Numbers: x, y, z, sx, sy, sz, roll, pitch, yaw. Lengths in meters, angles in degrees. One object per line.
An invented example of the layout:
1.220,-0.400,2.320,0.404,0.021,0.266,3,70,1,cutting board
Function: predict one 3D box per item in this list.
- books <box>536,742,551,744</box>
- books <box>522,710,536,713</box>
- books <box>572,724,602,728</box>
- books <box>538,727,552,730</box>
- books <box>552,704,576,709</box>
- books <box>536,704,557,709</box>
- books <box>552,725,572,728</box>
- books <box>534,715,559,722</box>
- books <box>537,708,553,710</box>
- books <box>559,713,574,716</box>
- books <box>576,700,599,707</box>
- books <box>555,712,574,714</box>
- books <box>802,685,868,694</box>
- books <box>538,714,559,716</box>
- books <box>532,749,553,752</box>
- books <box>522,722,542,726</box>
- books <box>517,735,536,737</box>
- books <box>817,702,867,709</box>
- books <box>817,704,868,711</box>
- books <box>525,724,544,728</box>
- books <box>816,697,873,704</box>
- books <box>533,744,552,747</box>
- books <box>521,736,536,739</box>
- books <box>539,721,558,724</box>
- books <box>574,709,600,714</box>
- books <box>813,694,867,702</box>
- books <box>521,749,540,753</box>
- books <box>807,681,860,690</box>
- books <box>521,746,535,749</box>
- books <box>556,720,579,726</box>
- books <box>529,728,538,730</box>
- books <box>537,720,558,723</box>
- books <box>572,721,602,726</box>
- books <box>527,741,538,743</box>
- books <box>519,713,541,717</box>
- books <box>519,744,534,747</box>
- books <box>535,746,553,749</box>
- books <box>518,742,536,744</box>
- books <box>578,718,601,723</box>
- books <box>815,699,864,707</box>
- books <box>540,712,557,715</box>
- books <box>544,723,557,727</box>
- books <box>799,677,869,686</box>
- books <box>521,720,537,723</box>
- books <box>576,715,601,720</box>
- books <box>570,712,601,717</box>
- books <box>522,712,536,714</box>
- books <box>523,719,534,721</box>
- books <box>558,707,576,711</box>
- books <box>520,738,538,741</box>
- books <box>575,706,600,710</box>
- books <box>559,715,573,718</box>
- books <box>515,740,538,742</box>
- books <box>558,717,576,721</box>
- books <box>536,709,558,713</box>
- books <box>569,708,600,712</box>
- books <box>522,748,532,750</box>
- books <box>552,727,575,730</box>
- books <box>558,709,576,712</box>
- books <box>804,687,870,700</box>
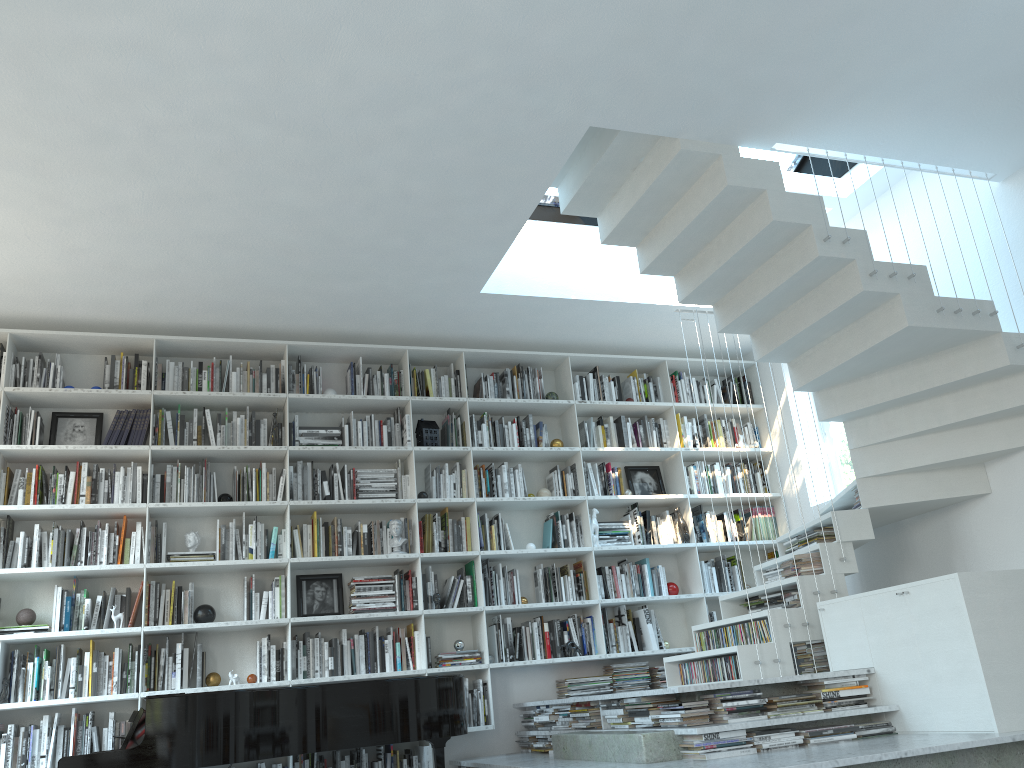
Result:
0.264,2.259,5.597,0.159,0.009,0.229,1,-21,-19,books
0.187,2.178,5.915,0.159,0.011,0.247,3,-21,-22,books
0.469,1.962,5.098,0.182,0.011,0.254,0,-21,-16,books
0.289,2.177,5.622,0.173,0.016,0.234,2,-21,-21,books
0.372,1.956,5.391,0.165,0.015,0.244,4,-22,-24,books
0.272,2.055,5.663,0.171,0.020,0.194,4,-22,-24,books
0.377,2.060,5.353,0.190,0.012,0.236,2,-21,-21,books
0.272,2.119,5.638,0.189,0.029,0.238,3,-21,-22,books
0.284,2.068,5.662,0.159,0.007,0.286,2,-21,-21,books
0.390,1.999,5.382,0.144,0.013,0.221,1,-21,-17,books
0.476,1.851,5.143,0.139,0.028,0.263,0,-21,-15,books
0.382,1.989,5.382,0.167,0.008,0.235,2,-21,-21,books
1.600,1.514,4.399,0.261,0.012,0.180,0,-21,-16,books
0.281,2.102,5.648,0.171,0.007,0.207,1,-21,-18,books
0.250,2.295,5.578,0.187,0.009,0.262,1,-21,-17,books
0.186,2.250,5.887,0.175,0.017,0.266,1,-21,-17,books
0.150,2.328,5.883,0.174,0.009,0.241,1,-21,-18,books
1.602,1.593,4.387,0.259,0.009,0.153,3,-21,-22,books
1.606,1.599,4.376,0.220,0.011,0.178,2,-21,-21,books
0.196,2.266,5.884,0.163,0.017,0.233,1,-21,-18,books
1.606,1.564,4.378,0.281,0.008,0.182,0,-21,-15,books
0.253,2.270,5.588,0.180,0.016,0.183,3,-21,-22,books
0.157,2.339,5.881,0.152,0.015,0.208,0,-21,-15,books
0.291,2.145,5.635,0.152,0.009,0.260,3,-21,-22,books
0.472,1.890,5.127,0.161,0.012,0.255,0,-21,-16,books
1.599,1.561,4.399,0.268,0.014,0.160,2,-21,-21,books
0.166,2.414,5.855,0.163,0.019,0.188,2,-21,-21,books
1.596,1.500,4.411,0.192,0.024,0.168,0,-21,-15,books
0.173,2.395,5.865,0.147,0.014,0.293,2,-21,-20,books
0.383,2.044,5.361,0.164,0.023,0.243,0,-21,-16,books
0.211,2.281,5.884,0.134,0.014,0.182,3,-21,-22,books
0.287,2.137,5.636,0.163,0.008,0.296,2,-21,-21,books
0.474,1.950,5.104,0.178,0.014,0.248,2,-21,-21,books
0.159,2.363,5.873,0.152,0.005,0.243,0,-21,-16,books
0.179,2.197,5.904,0.171,0.015,0.253,4,-22,-24,books
0.161,2.382,5.866,0.170,0.012,0.216,2,-21,-20,books
0.266,2.285,5.587,0.160,0.014,0.269,2,-21,-21,books
0.163,2.371,5.871,0.159,0.012,0.279,2,-21,-21,books
0.494,1.937,5.117,0.138,0.017,0.238,2,-21,-21,books
1.599,1.584,4.396,0.262,0.016,0.132,4,-22,-24,books
0.286,2.093,5.653,0.143,0.012,0.265,0,-21,-15,books
0.305,2.160,5.634,0.131,0.021,0.241,1,-21,-18,books
1.598,1.479,4.408,0.285,0.013,0.181,4,-22,-24,books
0.189,2.236,5.893,0.179,0.012,0.262,2,-21,-20,books
0.481,1.920,5.118,0.159,0.018,0.203,2,-21,-21,books
0.471,1.904,5.121,0.179,0.017,0.294,1,-21,-19,books
0.188,2.187,5.912,0.167,0.008,0.235,2,-21,-21,books
0.194,2.226,5.899,0.156,0.009,0.288,2,-21,-21,books
0.385,1.970,5.391,0.149,0.013,0.221,1,-21,-17,books
0.156,2.350,5.876,0.159,0.009,0.211,0,-21,-16,books
0.489,1.871,5.140,0.128,0.013,0.297,2,-21,-21,books
0.394,2.011,5.378,0.150,0.013,0.216,2,-21,-20,books
0.150,2.357,5.871,0.184,0.006,0.263,1,-21,-19,books
0.392,2.025,5.372,0.154,0.018,0.221,2,-21,-21,books
0.283,2.079,5.657,0.163,0.018,0.291,2,-21,-21,books
0.465,1.880,5.128,0.187,0.009,0.262,2,-21,-21,books
0.165,2.403,5.859,0.144,0.005,0.258,0,-21,-15,books
0.382,2.072,5.350,0.183,0.012,0.297,2,-21,-21,books
0.386,1.980,5.387,0.160,0.010,0.180,2,-21,-20,books
1.600,1.537,4.399,0.284,0.030,0.177,1,-21,-19,books
